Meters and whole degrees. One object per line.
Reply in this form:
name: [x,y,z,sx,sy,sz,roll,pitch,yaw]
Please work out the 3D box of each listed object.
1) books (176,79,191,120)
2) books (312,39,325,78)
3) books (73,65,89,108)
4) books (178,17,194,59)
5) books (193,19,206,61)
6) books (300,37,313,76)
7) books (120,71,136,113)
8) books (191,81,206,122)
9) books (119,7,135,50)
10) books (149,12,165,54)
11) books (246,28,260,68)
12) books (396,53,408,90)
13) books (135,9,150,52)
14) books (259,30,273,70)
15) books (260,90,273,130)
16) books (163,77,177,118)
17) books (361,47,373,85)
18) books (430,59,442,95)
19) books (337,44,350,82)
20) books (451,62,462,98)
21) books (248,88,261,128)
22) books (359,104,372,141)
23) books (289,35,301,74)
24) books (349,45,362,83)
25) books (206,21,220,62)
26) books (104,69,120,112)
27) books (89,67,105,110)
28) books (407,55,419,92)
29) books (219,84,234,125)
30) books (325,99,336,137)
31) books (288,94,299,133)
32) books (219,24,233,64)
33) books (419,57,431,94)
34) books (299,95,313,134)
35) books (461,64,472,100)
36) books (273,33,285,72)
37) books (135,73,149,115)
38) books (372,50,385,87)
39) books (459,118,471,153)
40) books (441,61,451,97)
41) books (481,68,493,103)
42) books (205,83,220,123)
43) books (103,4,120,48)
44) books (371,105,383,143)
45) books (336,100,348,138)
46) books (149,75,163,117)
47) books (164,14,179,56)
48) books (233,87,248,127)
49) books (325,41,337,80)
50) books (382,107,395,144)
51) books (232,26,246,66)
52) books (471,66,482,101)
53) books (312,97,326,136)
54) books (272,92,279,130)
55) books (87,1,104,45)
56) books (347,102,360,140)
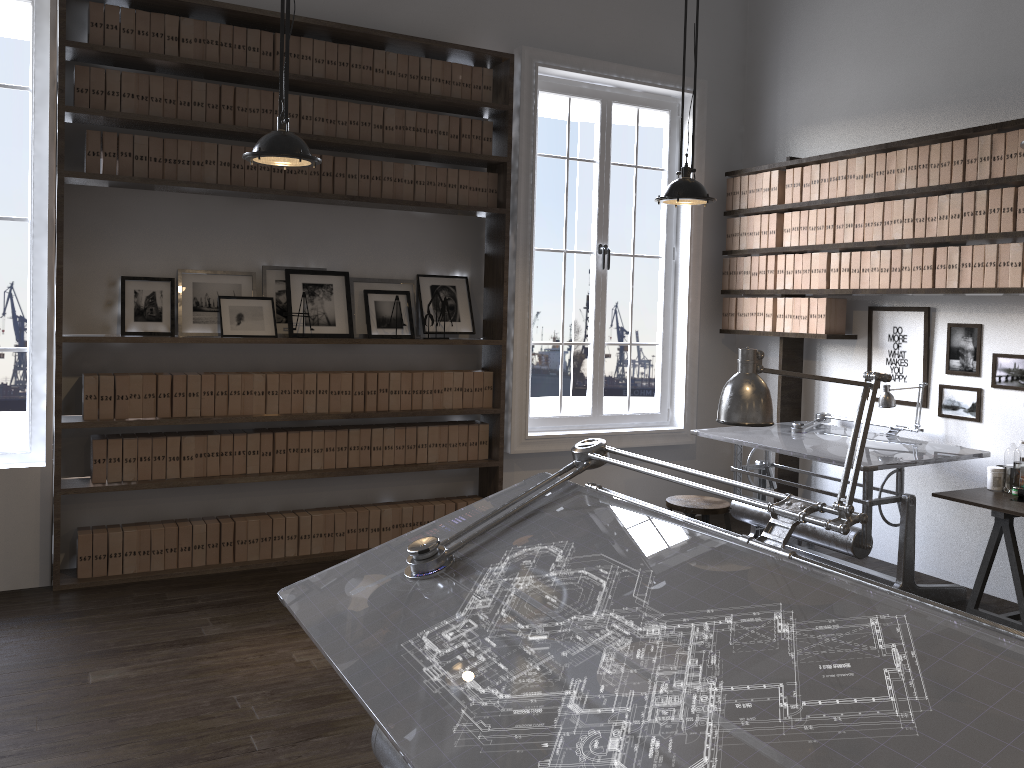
books: [-1.745,-1.479,4.686,0.066,0.225,0.175,0,3,-28]
books: [-1.112,-1.808,5.001,0.066,0.225,0.175,0,3,-28]
books: [-2.170,-1.472,4.463,0.066,0.225,0.175,0,3,-28]
books: [-1.729,-1.797,4.676,0.066,0.225,0.175,0,3,-28]
books: [-1.674,-1.798,4.707,0.066,0.225,0.175,0,3,-28]
books: [-1.174,-1.806,4.964,0.066,0.225,0.175,0,3,-28]
books: [-1.981,-1.475,4.558,0.066,0.225,0.175,0,3,-28]
books: [-1.680,-1.480,4.715,0.066,0.225,0.175,0,3,-28]
books: [-1.978,-1.792,4.545,0.066,0.225,0.175,0,3,-28]
books: [-1.856,-1.795,4.611,0.066,0.225,0.175,0,3,-28]
books: [-1.428,-1.802,4.833,0.066,0.225,0.175,0,3,-28]
books: [-0.678,-1.815,5.234,0.066,0.225,0.175,0,3,-28]
books: [-1.918,-1.794,4.581,0.066,0.225,0.175,0,3,-28]
books: [-1.368,-1.803,4.870,0.066,0.225,0.175,0,3,-28]
books: [-1.371,-1.485,4.876,0.067,0.225,0.175,0,3,-28]
books: [-1.808,-1.478,4.653,0.066,0.225,0.175,0,3,-28]
books: [-0.865,-1.811,5.127,0.067,0.225,0.175,0,3,-28]
books: [-0.488,-1.818,5.330,0.066,0.225,0.175,0,3,-28]
books: [-0.989,-1.810,5.068,0.066,0.225,0.175,0,3,-28]
books: [-0.372,-1.820,5.387,0.067,0.225,0.175,0,3,-28]
books: [-1.428,-1.485,4.850,0.066,0.225,0.175,0,3,-28]
books: [-0.877,-1.494,5.142,0.066,0.225,0.175,0,3,-28]
books: [-1.236,-1.806,4.940,0.066,0.225,0.175,0,3,-28]
books: [-0.923,-1.811,5.102,0.066,0.225,0.175,0,3,-28]
books: [-1.612,-1.798,4.734,0.067,0.225,0.175,0,3,-28]
books: [-2.044,-1.474,4.523,0.067,0.225,0.175,0,3,-28]
books: [-2.108,-1.473,4.494,0.066,0.225,0.175,0,3,-28]
books: [-0.616,-1.816,5.265,0.066,0.225,0.175,0,3,-28]
books: [-1.550,-1.482,4.783,0.067,0.225,0.175,0,3,-28]
books: [-1.059,-1.491,5.046,0.066,0.225,0.175,0,3,-28]
books: [-1.244,-1.488,4.947,0.066,0.225,0.175,0,3,-28]
books: [-1.556,-1.800,4.770,0.066,0.225,0.175,0,3,-28]
books: [-0.552,-1.817,5.294,0.067,0.225,0.175,0,3,-28]
books: [-1.177,-1.489,4.979,0.067,0.225,0.175,0,3,-28]
books: [-0.315,-1.822,5.424,0.066,0.225,0.175,0,3,-28]
books: [-1.299,-1.804,4.900,0.067,0.225,0.175,0,3,-28]
books: [-1.926,-1.476,4.589,0.066,0.225,0.175,0,3,-28]
books: [-0.801,-1.813,5.161,0.066,0.225,0.175,0,3,-28]
books: [-0.320,-1.504,5.431,0.067,0.225,0.175,0,3,-28]
books: [-0.434,-1.820,5.360,0.066,0.225,0.175,0,3,-28]
books: [-0.188,-1.824,5.486,0.066,0.225,0.175,0,3,-28]
books: [-1.619,-1.481,4.752,0.066,0.225,0.175,0,3,-28]
books: [-2.041,-1.791,4.508,0.066,0.225,0.175,0,3,-28]
books: [-0.813,-1.495,5.172,0.067,0.225,0.175,0,3,-28]
books: [-0.998,-1.492,5.073,0.067,0.225,0.175,0,3,-28]
books: [-1.864,-1.476,4.616,0.067,0.225,0.175,0,3,-28]
books: [-1.792,-1.796,4.641,0.067,0.225,0.175,0,3,-28]
books: [-1.488,-1.484,4.822,0.066,0.225,0.175,0,3,-28]
books: [-1.052,-1.809,5.037,0.066,0.225,0.175,0,3,-28]
books: [-0.750,-1.496,5.207,0.066,0.225,0.175,0,3,-28]
books: [-1.493,-1.801,4.804,0.066,0.225,0.175,0,3,-28]
books: [-0.253,-1.823,5.457,0.066,0.225,0.175,0,3,-28]
books: [-1.114,-1.490,5.015,0.066,0.225,0.175,0,3,-28]
books: [-1.307,-1.486,4.910,0.066,0.225,0.175,0,3,-28]
books: [-2.105,-1.790,4.474,0.067,0.225,0.175,0,3,-28]
books: [-0.939,-1.493,5.111,0.066,0.225,0.175,0,3,-28]
